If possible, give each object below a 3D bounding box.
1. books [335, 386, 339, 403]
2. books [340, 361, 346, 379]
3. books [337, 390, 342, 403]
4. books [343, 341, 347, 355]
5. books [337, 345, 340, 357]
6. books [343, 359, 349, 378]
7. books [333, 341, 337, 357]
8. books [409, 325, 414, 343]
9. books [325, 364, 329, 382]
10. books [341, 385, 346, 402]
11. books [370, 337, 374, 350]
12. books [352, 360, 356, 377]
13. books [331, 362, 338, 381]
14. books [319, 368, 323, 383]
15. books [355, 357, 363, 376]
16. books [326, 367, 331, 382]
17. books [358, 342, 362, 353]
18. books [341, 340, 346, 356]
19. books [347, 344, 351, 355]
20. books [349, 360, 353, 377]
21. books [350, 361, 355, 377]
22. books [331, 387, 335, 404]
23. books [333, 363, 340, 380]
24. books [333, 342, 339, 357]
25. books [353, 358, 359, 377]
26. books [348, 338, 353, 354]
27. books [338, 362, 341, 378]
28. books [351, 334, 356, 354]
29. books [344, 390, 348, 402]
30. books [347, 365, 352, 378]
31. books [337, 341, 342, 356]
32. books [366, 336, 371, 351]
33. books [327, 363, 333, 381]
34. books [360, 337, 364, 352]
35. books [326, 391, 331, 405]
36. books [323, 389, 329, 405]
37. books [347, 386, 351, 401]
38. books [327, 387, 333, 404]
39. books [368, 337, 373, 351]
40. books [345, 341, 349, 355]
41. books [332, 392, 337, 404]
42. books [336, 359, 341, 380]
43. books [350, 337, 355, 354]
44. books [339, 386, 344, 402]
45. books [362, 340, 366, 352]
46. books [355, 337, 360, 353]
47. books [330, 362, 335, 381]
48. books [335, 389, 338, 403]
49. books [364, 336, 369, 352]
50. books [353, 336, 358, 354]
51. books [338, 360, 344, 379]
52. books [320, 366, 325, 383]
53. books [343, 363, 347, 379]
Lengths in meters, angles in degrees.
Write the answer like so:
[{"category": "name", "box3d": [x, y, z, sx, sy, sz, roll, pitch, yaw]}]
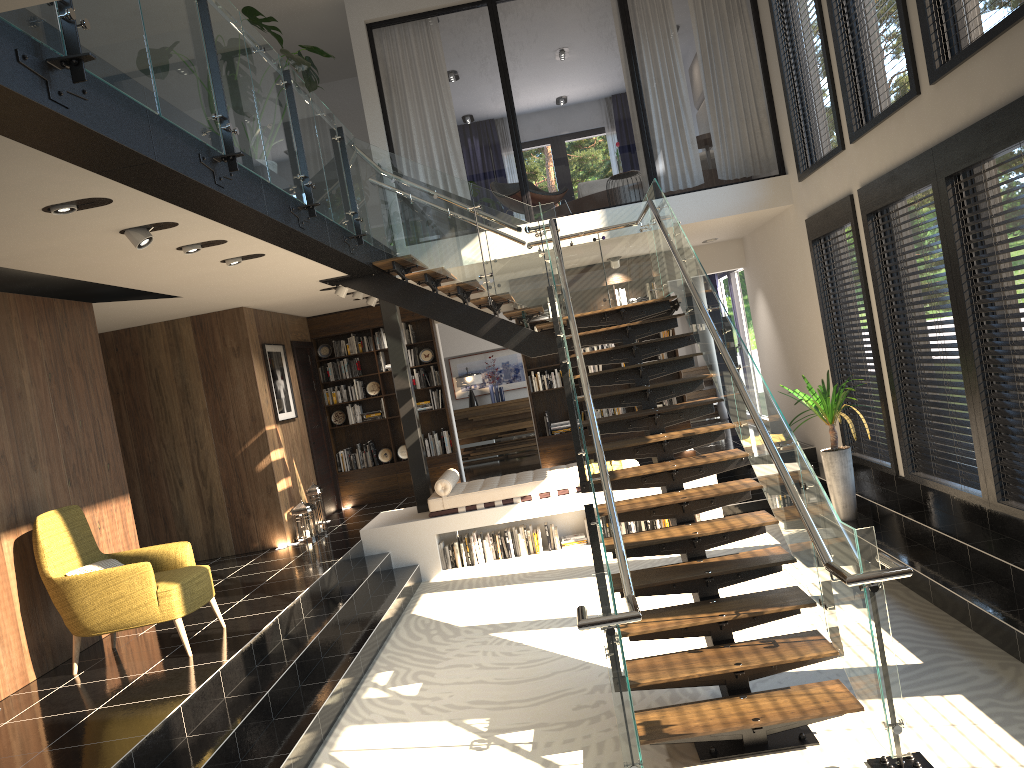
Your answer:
[{"category": "books", "box3d": [-2.418, 0.147, 12.378, 0.019, 0.236, 0.139, -10, 2, 3]}, {"category": "books", "box3d": [-2.332, -0.197, 12.341, 0.032, 0.255, 0.160, -10, 2, 3]}, {"category": "books", "box3d": [-2.388, 0.170, 12.349, 0.035, 0.181, 0.164, -10, 1, 3]}, {"category": "books", "box3d": [-2.300, -0.500, 12.338, 0.014, 0.212, 0.184, -10, 1, 3]}, {"category": "books", "box3d": [-2.397, -0.467, 12.351, 0.020, 0.181, 0.153, -10, 1, 3]}, {"category": "books", "box3d": [-2.280, -0.215, 12.319, 0.033, 0.273, 0.189, -10, 2, 3]}, {"category": "books", "box3d": [-2.443, -0.486, 12.344, 0.017, 0.234, 0.199, -10, 1, 3]}, {"category": "books", "box3d": [-1.385, -0.688, 12.264, 0.013, 0.262, 0.217, -10, 1, 3]}, {"category": "books", "box3d": [-2.576, -0.154, 12.365, 0.066, 0.255, 0.127, -10, 2, 3]}, {"category": "books", "box3d": [-2.328, 0.131, 12.338, 0.026, 0.237, 0.164, -10, 2, 3]}, {"category": "books", "box3d": [-1.919, -0.559, 12.318, 0.024, 0.194, 0.182, -10, 1, 3]}, {"category": "books", "box3d": [-2.183, -0.217, 12.331, 0.024, 0.243, 0.144, -10, 2, 3]}, {"category": "books", "box3d": [-2.453, -0.178, 12.333, 0.027, 0.261, 0.181, -10, 2, 3]}, {"category": "books", "box3d": [-2.639, -0.123, 12.369, 0.023, 0.215, 0.148, -10, 2, 3]}, {"category": "books", "box3d": [-2.131, -0.239, 12.333, 0.035, 0.267, 0.133, -10, 2, 3]}, {"category": "books", "box3d": [-2.529, -0.136, 12.338, 0.025, 0.204, 0.192, -10, 1, 3]}, {"category": "books", "box3d": [-2.093, -0.505, 12.341, 0.040, 0.149, 0.125, -10, 1, 3]}, {"category": "books", "box3d": [-2.336, -0.496, 12.333, 0.059, 0.216, 0.159, -10, 2, 3]}, {"category": "books", "box3d": [-2.247, -0.481, 12.325, 0.035, 0.156, 0.186, -10, 1, 3]}, {"category": "books", "box3d": [-2.222, -0.209, 12.341, 0.028, 0.240, 0.148, -10, 2, 3]}, {"category": "books", "box3d": [-2.201, -0.208, 12.327, 0.014, 0.230, 0.172, -10, 2, 3]}, {"category": "books", "box3d": [-2.491, 0.162, 12.387, 0.018, 0.232, 0.123, -10, 2, 3]}, {"category": "books", "box3d": [-2.420, -0.175, 12.311, 0.039, 0.243, 0.179, -10, 2, 3]}, {"category": "books", "box3d": [-2.424, -0.479, 12.306, 0.024, 0.216, 0.210, -10, 1, 3]}, {"category": "books", "box3d": [-2.160, -0.232, 12.334, 0.025, 0.263, 0.147, -10, 2, 3]}, {"category": "books", "box3d": [-2.218, -0.524, 12.304, 0.039, 0.230, 0.205, -10, 1, 3]}, {"category": "books", "box3d": [-2.376, -0.190, 12.336, 0.018, 0.256, 0.172, -10, 2, 3]}, {"category": "books", "box3d": [-2.172, -0.556, 12.287, 0.012, 0.278, 0.227, -10, 1, 3]}, {"category": "books", "box3d": [-2.296, 0.161, 12.350, 0.026, 0.167, 0.173, -10, 1, 3]}, {"category": "books", "box3d": [-2.245, -0.178, 12.307, 0.025, 0.188, 0.181, -10, 1, 3]}, {"category": "books", "box3d": [-2.379, -0.491, 12.329, 0.026, 0.222, 0.202, -10, 1, 3]}, {"category": "books", "box3d": [-1.976, -0.558, 12.302, 0.039, 0.212, 0.171, -10, 1, 3]}, {"category": "books", "box3d": [-2.504, -0.166, 12.334, 0.035, 0.255, 0.183, -10, 2, 3]}, {"category": "books", "box3d": [-2.065, -0.545, 12.329, 0.030, 0.217, 0.165, -10, 2, 3]}, {"category": "books", "box3d": [-2.541, 0.191, 12.374, 0.045, 0.192, 0.164, -10, 1, 3]}, {"category": "books", "box3d": [-2.580, 0.182, 12.381, 0.030, 0.224, 0.165, -10, 2, 3]}, {"category": "books", "box3d": [-2.261, 0.129, 12.355, 0.053, 0.216, 0.151, -10, 2, 3]}, {"category": "books", "box3d": [-2.513, 0.165, 12.342, 0.022, 0.235, 0.194, -10, 1, 3]}, {"category": "books", "box3d": [-1.945, -0.558, 12.286, 0.023, 0.202, 0.201, -10, 1, 3]}, {"category": "books", "box3d": [-2.279, -0.499, 12.354, 0.025, 0.203, 0.156, -10, 2, 3]}, {"category": "books", "box3d": [-2.459, 0.189, 12.367, 0.037, 0.169, 0.148, -10, 1, 3]}, {"category": "books", "box3d": [-2.396, -0.202, 12.339, 0.015, 0.288, 0.154, -10, 2, 3]}, {"category": "books", "box3d": [-2.187, -0.533, 12.289, 0.025, 0.239, 0.220, -10, 1, 3]}, {"category": "books", "box3d": [-2.357, 0.137, 12.360, 0.036, 0.235, 0.169, -10, 2, 3]}, {"category": "books", "box3d": [-2.033, -0.527, 12.294, 0.029, 0.172, 0.187, -10, 1, 3]}, {"category": "books", "box3d": [-2.131, -0.542, 12.320, 0.020, 0.235, 0.206, -10, 1, 3]}, {"category": "books", "box3d": [-2.478, -0.177, 12.329, 0.022, 0.267, 0.197, -10, 2, 3]}, {"category": "books", "box3d": [-2.434, 0.164, 12.386, 0.018, 0.208, 0.126, -10, 2, 3]}, {"category": "books", "box3d": [-2.008, -0.552, 12.311, 0.027, 0.212, 0.180, -10, 1, 3]}, {"category": "books", "box3d": [-2.152, -0.543, 12.311, 0.020, 0.245, 0.228, -10, 1, 3]}, {"category": "books", "box3d": [-2.360, -0.197, 12.316, 0.019, 0.264, 0.175, -10, 2, 3]}, {"category": "books", "box3d": [-2.619, -0.134, 12.349, 0.023, 0.231, 0.143, -10, 2, 3]}, {"category": "books", "box3d": [-2.302, -0.185, 12.336, 0.024, 0.220, 0.123, -10, 2, 3]}]
